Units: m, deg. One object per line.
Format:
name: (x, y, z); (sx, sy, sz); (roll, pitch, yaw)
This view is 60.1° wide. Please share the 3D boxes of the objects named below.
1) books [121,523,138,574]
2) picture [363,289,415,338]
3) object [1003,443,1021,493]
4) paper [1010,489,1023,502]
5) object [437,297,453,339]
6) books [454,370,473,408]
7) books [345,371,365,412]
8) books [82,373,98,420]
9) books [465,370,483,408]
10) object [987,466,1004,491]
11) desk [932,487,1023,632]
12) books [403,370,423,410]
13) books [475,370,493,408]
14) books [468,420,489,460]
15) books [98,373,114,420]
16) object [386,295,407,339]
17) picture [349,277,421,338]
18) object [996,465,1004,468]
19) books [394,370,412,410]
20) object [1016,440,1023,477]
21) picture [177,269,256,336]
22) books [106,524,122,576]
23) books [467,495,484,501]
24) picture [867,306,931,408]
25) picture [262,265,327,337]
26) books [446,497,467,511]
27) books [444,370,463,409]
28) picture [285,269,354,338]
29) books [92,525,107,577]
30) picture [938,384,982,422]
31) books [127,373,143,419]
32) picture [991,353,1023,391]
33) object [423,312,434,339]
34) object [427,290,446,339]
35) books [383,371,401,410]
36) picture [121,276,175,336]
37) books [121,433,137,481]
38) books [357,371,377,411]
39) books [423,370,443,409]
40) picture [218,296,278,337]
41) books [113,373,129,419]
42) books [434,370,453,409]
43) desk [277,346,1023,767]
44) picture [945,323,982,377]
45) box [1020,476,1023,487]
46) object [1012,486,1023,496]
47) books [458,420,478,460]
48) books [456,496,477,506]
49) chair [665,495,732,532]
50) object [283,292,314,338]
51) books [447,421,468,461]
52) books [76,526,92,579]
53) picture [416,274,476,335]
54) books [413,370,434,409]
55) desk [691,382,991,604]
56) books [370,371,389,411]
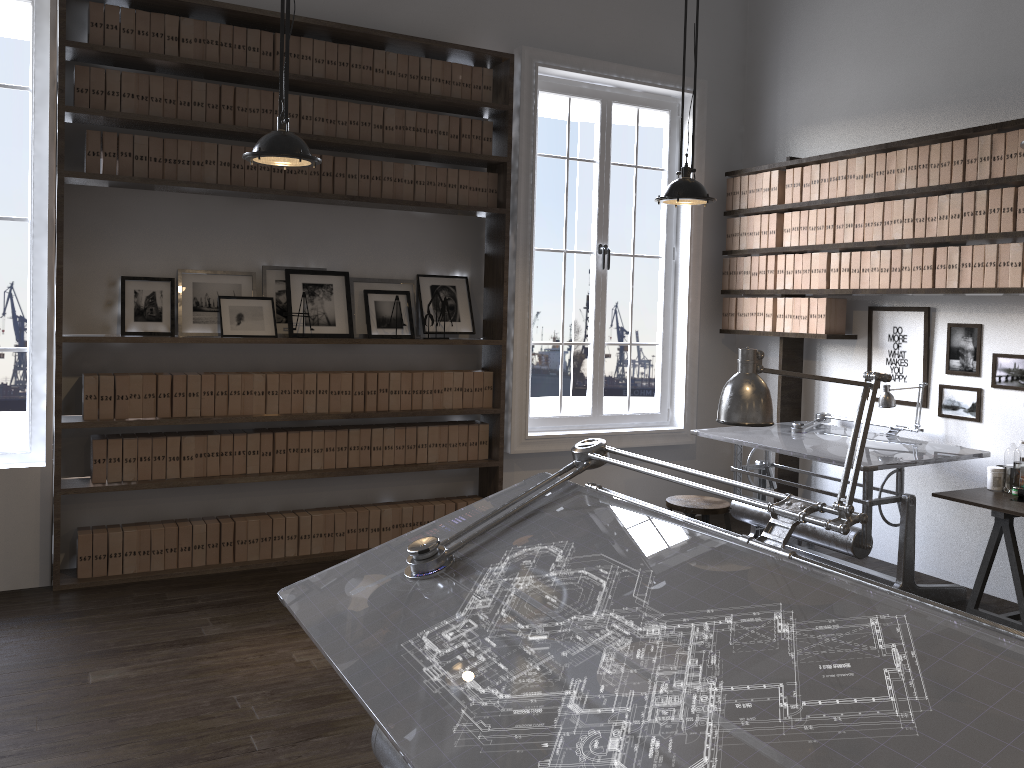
books: (-2.011, 0.863, 4.652); (0.066, 0.225, 0.175); (0, 3, -28)
picture: (-0.735, -0.416, 5.303); (0.289, 0.290, 0.127); (0, 3, -28)
object: (2.304, 0.385, 4.081); (0.068, 0.229, 0.069); (0, 2, -31)
paper: (2.297, 0.498, 3.898); (0.137, 0.038, 0.155); (-3, 6, -42)
object: (-0.407, -0.398, 5.370); (0.110, 0.261, 0.040); (0, 2, -28)
books: (-0.309, 0.031, 5.514); (0.066, 0.225, 0.175); (0, 3, -28)
books: (-0.925, 0.042, 5.191); (0.066, 0.225, 0.175); (0, 3, -28)
books: (-2.161, 0.064, 4.536); (0.066, 0.225, 0.175); (0, 3, -28)
books: (-0.248, 0.030, 5.548); (0.066, 0.225, 0.175); (0, 3, -28)
object: (2.258, 0.441, 4.138); (0.068, 0.104, 0.068); (0, 3, -23)
desk: (2.578, 0.898, 3.454); (0.655, 0.668, 1.673); (0, 5, -28)
books: (-0.605, 0.036, 5.359); (0.066, 0.225, 0.175); (0, 3, -28)
books: (-0.187, 0.030, 5.572); (0.067, 0.225, 0.175); (0, 3, -28)
books: (-0.215, 0.351, 5.575); (0.066, 0.225, 0.175); (0, 3, -28)
books: (-2.095, 0.063, 4.566); (0.066, 0.225, 0.175); (0, 3, -28)
object: (-0.675, -0.389, 5.187); (0.124, 0.260, 0.040); (0, 2, -28)
picture: (-0.764, -0.454, 5.332); (0.434, 0.360, 0.095); (0, 3, -28)
object: (2.322, 0.440, 4.182); (0.069, 0.103, 0.070); (0, 3, -32)
books: (-0.668, 0.037, 5.326); (0.066, 0.225, 0.175); (0, 3, -28)
object: (2.367, 0.381, 4.114); (0.068, 0.237, 0.069); (0, 2, -31)
picture: (-1.621, -0.443, 4.879); (0.415, 0.364, 0.083); (0, 3, -28)
books: (-2.075, 0.864, 4.617); (0.067, 0.225, 0.175); (0, 3, -28)
books: (-0.219, 0.831, 5.598); (0.066, 0.225, 0.175); (0, 3, -28)
picture: (2.269, -0.168, 5.213); (0.040, 0.574, 0.416); (1, 3, -28)
picture: (-1.242, -0.470, 5.083); (0.369, 0.405, 0.091); (0, 3, -28)
books: (-0.350, 0.834, 5.525); (0.067, 0.225, 0.175); (0, 3, -28)
books: (-0.369, 0.032, 5.478); (0.067, 0.225, 0.175); (0, 3, -28)
picture: (-1.107, -0.460, 5.095); (0.373, 0.390, 0.149); (0, 3, -28)
books: (-2.139, 0.865, 4.588); (0.066, 0.225, 0.175); (0, 3, -28)
picture: (2.460, 0.103, 4.865); (0.023, 0.183, 0.252); (1, 4, -28)
books: (-1.978, 0.060, 4.634); (0.066, 0.225, 0.175); (0, 3, -28)
picture: (2.609, -0.061, 4.587); (0.023, 0.183, 0.252); (1, 4, -28)
object: (-0.494, -0.343, 5.255); (0.066, 0.165, 0.040); (0, 2, -28)
object: (-0.455, -0.416, 5.312); (0.118, 0.303, 0.040); (0, 2, -28)
books: (-0.728, 0.039, 5.289); (0.066, 0.225, 0.175); (0, 3, -28)
picture: (-1.944, -0.414, 4.731); (0.267, 0.314, 0.058); (0, 3, -28)
books: (-2.005, 0.382, 4.633); (0.066, 0.225, 0.175); (0, 3, -28)
books: (-0.857, 0.041, 5.220); (0.067, 0.225, 0.175); (0, 3, -28)
books: (-0.485, 0.034, 5.420); (0.066, 0.225, 0.175); (0, 3, -28)
picture: (-1.457, -0.368, 4.884); (0.300, 0.228, 0.145); (0, 3, -28)
books: (-2.031, 0.062, 4.600); (0.067, 0.225, 0.175); (0, 3, -28)
books: (-0.429, 0.033, 5.448); (0.066, 0.225, 0.175); (0, 3, -28)
desk: (0.236, 0.598, 1.955); (1.076, 1.384, 2.286); (0, 4, -28)
picture: (2.474, -0.189, 4.847); (0.022, 0.284, 0.202); (1, 3, -28)
box: (2.427, 0.468, 3.983); (0.137, 0.083, 0.212); (-1, 5, -28)
object: (2.301, 0.486, 4.026); (0.049, 0.037, 0.049); (-1, 4, -31)
books: (-0.279, 0.352, 5.546); (0.066, 0.225, 0.175); (0, 3, -28)
books: (-0.287, 0.832, 5.565); (0.066, 0.225, 0.175); (0, 3, -28)
chair: (0.915, 0.845, 4.394); (0.358, 0.527, 0.372); (1, 3, -19)
object: (-1.180, -0.380, 4.907); (0.174, 0.260, 0.040); (0, 2, -28)
books: (-0.342, 0.353, 5.513); (0.066, 0.225, 0.175); (0, 3, -28)
books: (-2.201, 0.866, 4.557); (0.066, 0.225, 0.175); (0, 3, -28)
picture: (-0.409, -0.492, 5.485); (0.343, 0.364, 0.161); (0, 3, -28)
books: (-0.542, 0.036, 5.385); (0.067, 0.225, 0.175); (0, 3, -28)
desk: (1.796, 0.536, 4.878); (1.071, 1.096, 1.272); (0, 4, -28)
books: (-0.793, 0.039, 5.260); (0.066, 0.225, 0.175); (0, 3, -28)
